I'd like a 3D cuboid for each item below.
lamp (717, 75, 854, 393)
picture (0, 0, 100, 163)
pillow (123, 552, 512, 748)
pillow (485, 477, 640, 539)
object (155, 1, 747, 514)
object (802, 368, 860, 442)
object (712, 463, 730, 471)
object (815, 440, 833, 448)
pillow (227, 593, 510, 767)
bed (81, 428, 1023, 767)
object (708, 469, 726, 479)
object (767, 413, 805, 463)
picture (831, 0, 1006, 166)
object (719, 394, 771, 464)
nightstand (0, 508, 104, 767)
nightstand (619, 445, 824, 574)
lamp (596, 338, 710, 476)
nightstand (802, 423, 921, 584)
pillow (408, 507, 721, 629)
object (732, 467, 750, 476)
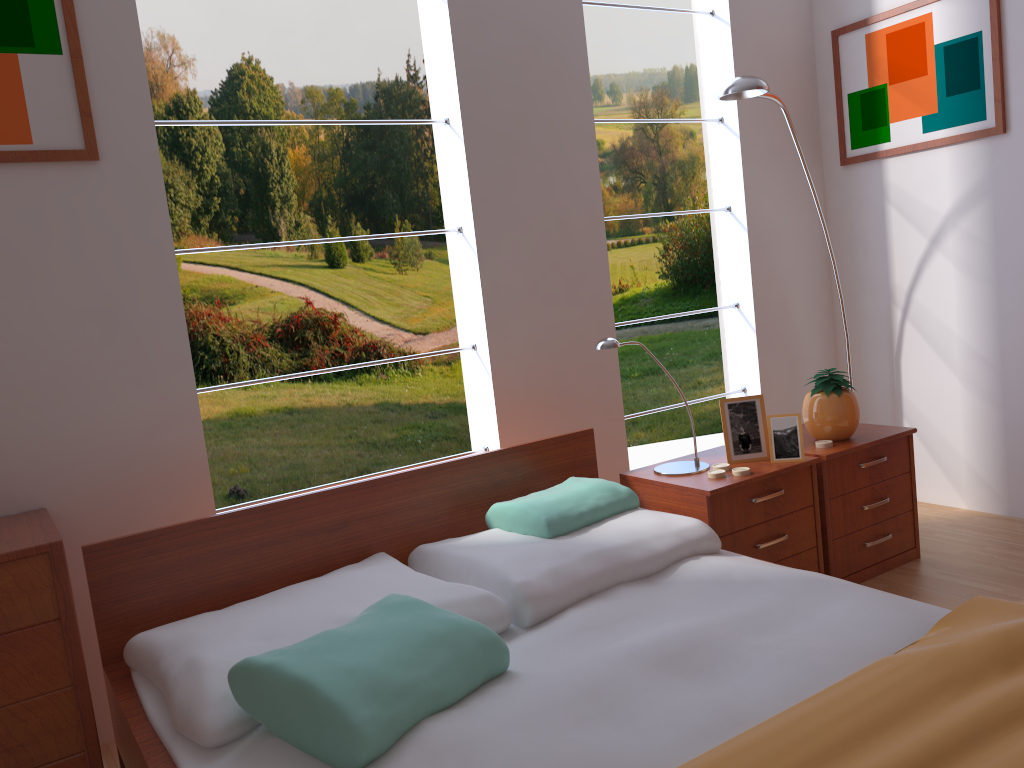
[{"bbox_3d":[1.081,-0.245,3.135,0.387,1.603,0.799,-3,8,31],"label":"lamp"},{"bbox_3d":[-1.314,-0.752,1.981,0.645,0.517,0.030,-11,8,-31],"label":"picture"},{"bbox_3d":[-0.430,0.544,1.905,0.682,0.157,0.574,-12,8,-38],"label":"pillow"},{"bbox_3d":[0.131,0.336,2.358,0.322,0.116,0.276,-11,8,-34],"label":"pillow"},{"bbox_3d":[-0.021,-0.695,2.897,2.205,1.815,0.033,-11,8,-31],"label":"object"},{"bbox_3d":[0.997,0.064,2.778,0.170,0.223,0.169,-1,8,37],"label":"object"},{"bbox_3d":[0.601,0.241,2.547,0.049,0.018,0.049,0,9,45],"label":"object"},{"bbox_3d":[0.949,0.184,2.695,0.049,0.018,0.049,0,9,45],"label":"object"},{"bbox_3d":[-0.248,0.516,1.607,0.334,0.164,0.425,-2,8,35],"label":"pillow"},{"bbox_3d":[0.260,0.549,1.573,1.632,0.560,1.990,-11,8,-31],"label":"bed"},{"bbox_3d":[0.572,0.253,2.479,0.049,0.018,0.049,0,9,45],"label":"object"},{"bbox_3d":[0.788,0.156,2.552,0.094,0.137,0.027,-5,7,13],"label":"object"},{"bbox_3d":[1.450,-1.105,3.206,0.030,0.517,0.645,-11,8,-31],"label":"picture"},{"bbox_3d":[0.688,0.134,2.614,0.131,0.191,0.037,-7,7,-2],"label":"object"},{"bbox_3d":[-1.318,0.680,1.784,0.815,0.626,0.428,-11,8,-31],"label":"nightstand"},{"bbox_3d":[0.630,0.458,2.629,0.439,0.442,0.377,-11,8,-31],"label":"nightstand"},{"bbox_3d":[0.413,0.059,2.526,0.337,0.421,0.163,-13,9,-43],"label":"lamp"},{"bbox_3d":[1.020,0.385,2.870,0.439,0.442,0.377,-11,8,-31],"label":"nightstand"},{"bbox_3d":[0.132,0.435,2.277,0.630,0.182,0.574,-11,8,-33],"label":"pillow"},{"bbox_3d":[0.639,0.246,2.473,0.049,0.018,0.049,0,9,45],"label":"object"}]
